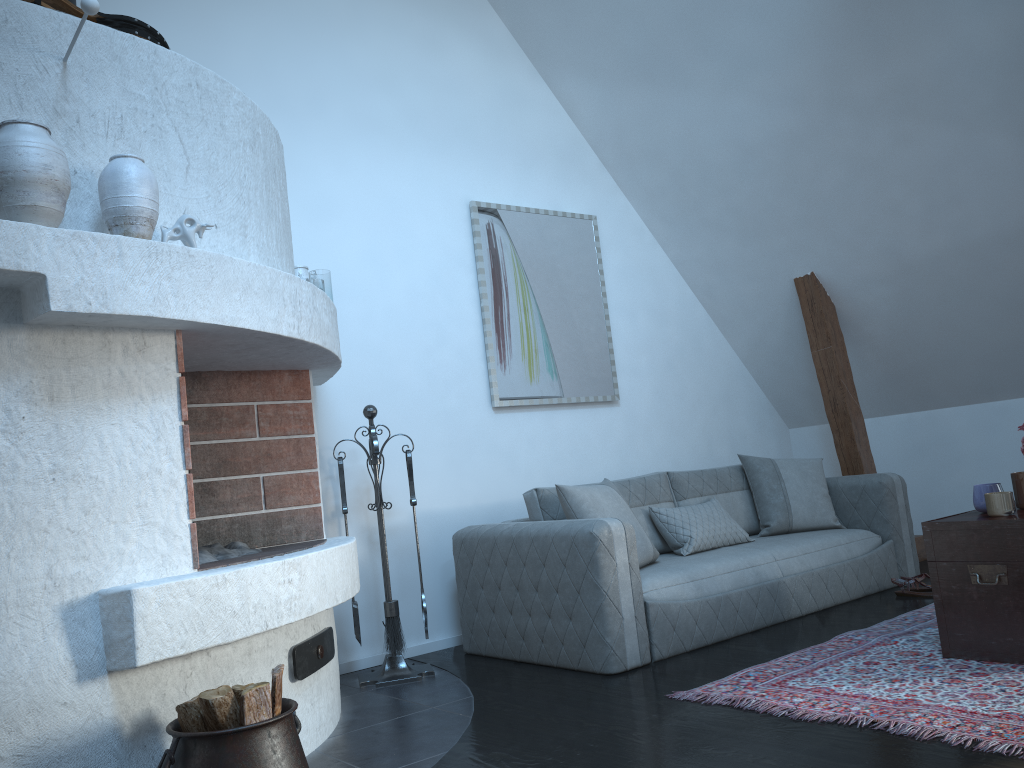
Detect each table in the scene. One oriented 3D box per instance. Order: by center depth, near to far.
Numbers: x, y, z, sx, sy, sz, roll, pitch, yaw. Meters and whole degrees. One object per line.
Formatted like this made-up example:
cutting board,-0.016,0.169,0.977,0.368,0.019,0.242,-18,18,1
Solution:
table,2.031,0.705,3.349,0.962,0.492,0.471,-2,-8,-37

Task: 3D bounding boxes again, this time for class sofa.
sofa,0.987,0.834,4.713,2.458,0.770,1.107,-2,-8,-37

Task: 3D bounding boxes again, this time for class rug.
rug,2.022,0.946,3.324,2.647,0.029,1.512,-2,-8,-37

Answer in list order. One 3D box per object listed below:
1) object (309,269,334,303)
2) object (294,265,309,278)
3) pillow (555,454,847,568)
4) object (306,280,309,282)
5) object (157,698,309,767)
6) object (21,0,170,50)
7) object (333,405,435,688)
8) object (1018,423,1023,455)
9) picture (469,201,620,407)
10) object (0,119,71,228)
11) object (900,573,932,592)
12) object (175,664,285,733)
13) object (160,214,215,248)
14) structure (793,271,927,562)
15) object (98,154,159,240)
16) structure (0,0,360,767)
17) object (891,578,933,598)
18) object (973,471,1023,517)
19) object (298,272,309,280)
object,-0.807,-0.386,3.756,0.092,0.180,0.092,-6,-6,-10
object,-0.999,-0.375,4.219,0.165,0.368,0.165,-9,-7,24
pillow,1.041,0.644,4.667,2.075,0.515,0.444,-2,-8,-38
object,-0.863,-0.364,3.906,0.092,0.180,0.092,-5,-6,-15
object,-0.697,1.000,2.255,0.384,0.313,0.384,-5,-6,-11
object,-1.273,-1.100,2.877,0.311,0.094,0.783,-11,-8,38
object,-0.595,0.711,4.076,0.376,1.245,0.376,-10,-7,32
object,2.171,0.288,3.543,0.235,0.351,0.234,-8,-6,12
picture,0.214,-0.471,5.292,0.965,1.185,0.025,-2,-8,-37
object,-1.266,-0.519,2.320,0.203,0.314,0.203,-11,-7,36
object,2.167,1.028,4.611,0.277,0.090,0.101,-8,-6,9
object,-0.705,0.916,2.242,0.240,0.370,0.270,-2,-8,-38
object,-0.973,-0.452,2.654,0.161,0.114,0.064,-2,-7,-35
structure,5.951,-0.731,0.959,1.023,1.963,12.350,-2,-8,-37
object,-1.078,-0.502,2.502,0.158,0.274,0.158,-7,-6,1
structure,-2.245,-0.913,3.409,3.058,4.752,3.049,-3,-7,-29
object,2.063,1.027,4.489,0.277,0.090,0.101,-12,-8,40
object,1.883,0.408,3.341,0.413,0.138,0.215,-4,-7,-26
object,-0.921,-0.380,4.049,0.081,0.258,0.150,-6,-6,-4
